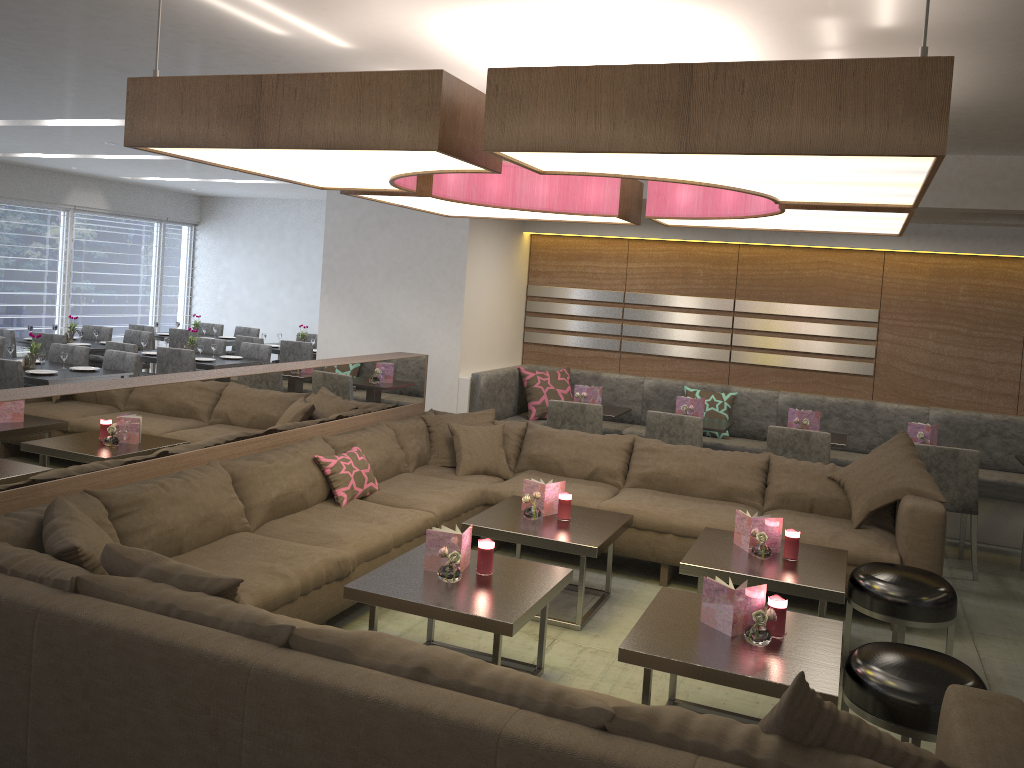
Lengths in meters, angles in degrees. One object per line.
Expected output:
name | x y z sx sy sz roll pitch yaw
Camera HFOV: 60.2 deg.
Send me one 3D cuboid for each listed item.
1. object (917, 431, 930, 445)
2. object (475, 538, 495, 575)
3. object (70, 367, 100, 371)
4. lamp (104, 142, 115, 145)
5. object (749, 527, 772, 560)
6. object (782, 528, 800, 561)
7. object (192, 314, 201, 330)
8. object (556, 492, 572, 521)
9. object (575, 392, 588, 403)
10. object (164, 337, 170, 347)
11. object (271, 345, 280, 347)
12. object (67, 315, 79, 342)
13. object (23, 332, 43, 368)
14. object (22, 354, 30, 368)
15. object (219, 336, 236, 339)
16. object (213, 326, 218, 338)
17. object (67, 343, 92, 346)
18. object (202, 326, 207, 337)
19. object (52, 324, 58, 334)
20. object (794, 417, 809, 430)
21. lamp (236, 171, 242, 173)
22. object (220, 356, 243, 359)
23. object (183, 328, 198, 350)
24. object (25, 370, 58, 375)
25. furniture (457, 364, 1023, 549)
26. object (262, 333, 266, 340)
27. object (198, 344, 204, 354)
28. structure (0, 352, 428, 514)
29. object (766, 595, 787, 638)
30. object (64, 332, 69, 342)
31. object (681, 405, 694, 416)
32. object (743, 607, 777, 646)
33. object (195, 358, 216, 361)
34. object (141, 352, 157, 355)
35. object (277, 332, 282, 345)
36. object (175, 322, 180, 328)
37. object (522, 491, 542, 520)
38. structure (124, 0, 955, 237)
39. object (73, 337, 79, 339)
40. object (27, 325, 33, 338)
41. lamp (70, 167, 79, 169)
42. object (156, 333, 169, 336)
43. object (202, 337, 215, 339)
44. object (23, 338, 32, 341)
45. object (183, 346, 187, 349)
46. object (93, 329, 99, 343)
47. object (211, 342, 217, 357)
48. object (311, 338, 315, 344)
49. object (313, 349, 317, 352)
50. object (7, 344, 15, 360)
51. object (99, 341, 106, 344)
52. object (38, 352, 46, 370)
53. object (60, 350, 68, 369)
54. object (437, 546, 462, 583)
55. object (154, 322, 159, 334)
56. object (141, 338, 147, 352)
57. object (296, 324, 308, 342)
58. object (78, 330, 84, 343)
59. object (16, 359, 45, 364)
object | 2.644 0.367 5.670 0.096 0.125 0.105 6 4 22
object | -0.103 0.668 3.425 0.075 0.128 0.076 4 3 -6
object | -3.308 -0.115 6.846 0.216 0.015 0.218 1 7 -22
lamp | -3.477 -2.079 7.640 0.089 0.007 0.089 1 7 -23
object | 1.101 0.700 3.892 0.095 0.129 0.107 3 4 -19
object | 1.234 0.708 3.902 0.075 0.128 0.076 3 3 -16
object | -3.777 -0.702 10.558 0.155 0.275 0.104 5 3 19
object | 0.256 0.594 4.298 0.075 0.128 0.076 4 3 -6
object | 0.515 0.121 6.509 0.107 0.125 0.095 2 4 -26
object | -3.381 -0.388 8.651 0.053 0.139 0.053 3 3 -21
object | -2.704 -0.426 9.947 0.217 0.015 0.218 4 6 2
object | -4.435 -0.560 8.903 0.155 0.275 0.104 5 3 19
object | -3.659 -0.261 6.756 0.155 0.275 0.104 5 3 19
object | -3.727 -0.179 6.778 0.070 0.099 0.204 4 6 -9
object | -3.427 -0.557 10.648 0.216 0.015 0.218 2 7 -16
object | -3.583 -0.633 10.670 0.053 0.139 0.053 3 3 -21
object | -4.226 -0.384 8.635 0.217 0.015 0.218 4 6 -1
object | -3.627 -0.608 10.430 0.053 0.139 0.053 3 3 -21
object | -4.775 -0.553 9.229 0.053 0.139 0.053 3 3 -21
object | 1.944 0.286 5.944 0.094 0.125 0.102 3 4 -15
lamp | -2.838 -2.217 9.248 0.089 0.007 0.089 1 7 -23
object | -2.677 -0.252 8.435 0.217 0.015 0.218 4 6 2
object | -3.028 -0.397 8.345 0.155 0.275 0.104 5 3 19
object | -3.451 -0.084 6.488 0.217 0.015 0.217 7 7 21
furniture | 1.883 0.706 4.754 5.661 0.850 4.269 7 7 21
object | -2.823 -0.509 10.055 0.053 0.139 0.053 3 3 -21
object | -2.890 -0.302 8.198 0.053 0.139 0.053 3 3 -21
structure | -1.408 0.440 4.373 0.224 1.003 3.784 5 6 21
object | 0.897 0.787 2.999 0.075 0.128 0.076 3 3 -16
object | -4.502 -0.479 8.926 0.070 0.099 0.204 4 6 -9
object | 1.228 0.202 6.234 0.110 0.125 0.092 1 5 -36
object | 0.850 0.793 2.944 0.193 0.125 0.095 0 5 -37
object | -2.819 -0.221 8.077 0.217 0.015 0.218 4 6 2
object | -3.362 -0.284 8.292 0.217 0.015 0.218 4 6 2
object | -2.716 -0.532 10.326 0.053 0.139 0.053 3 3 -21
object | -4.118 -0.695 10.882 0.053 0.139 0.053 3 3 -21
object | 0.097 0.585 4.270 0.102 0.131 0.092 3 4 -14
structure | 0.324 -1.051 3.563 2.452 0.616 2.449 6 7 21
object | -4.626 -0.478 9.208 0.217 0.015 0.218 4 6 -1
object | -4.882 -0.529 8.958 0.053 0.139 0.053 3 3 -21
lamp | -5.004 -2.468 10.107 0.089 0.007 0.089 1 7 -23
object | -4.111 -0.589 10.504 0.217 0.015 0.218 4 6 -1
object | -3.569 -0.526 10.289 0.217 0.015 0.218 4 6 -1
object | -4.769 -0.447 8.850 0.217 0.015 0.218 4 6 -1
object | -3.095 -0.316 8.368 0.070 0.099 0.204 4 6 -9
object | -4.240 -0.491 9.017 0.053 0.139 0.053 3 3 -21
object | -2.846 -0.326 8.439 0.053 0.139 0.053 3 3 -21
object | -2.225 -0.446 9.873 0.053 0.139 0.053 3 3 -21
object | -2.162 -0.363 9.732 0.217 0.015 0.218 4 6 2
object | -4.009 -0.252 7.069 0.053 0.139 0.053 3 3 -21
object | -4.084 -0.415 8.993 0.217 0.015 0.218 4 6 -1
object | -3.518 -0.166 6.616 0.053 0.139 0.053 3 3 -21
object | -3.474 -0.190 6.857 0.053 0.139 0.053 3 3 -21
object | -0.234 0.673 3.306 0.095 0.129 0.101 4 4 5
object | -4.281 -0.677 10.631 0.053 0.139 0.053 3 3 -21
object | -3.488 -0.365 8.380 0.053 0.139 0.053 3 3 -21
object | -2.371 -0.539 10.000 0.155 0.275 0.104 5 3 19
object | -4.284 -0.466 8.776 0.053 0.139 0.053 3 3 -21
object | -3.851 -0.178 7.061 0.216 0.015 0.218 1 7 -22
